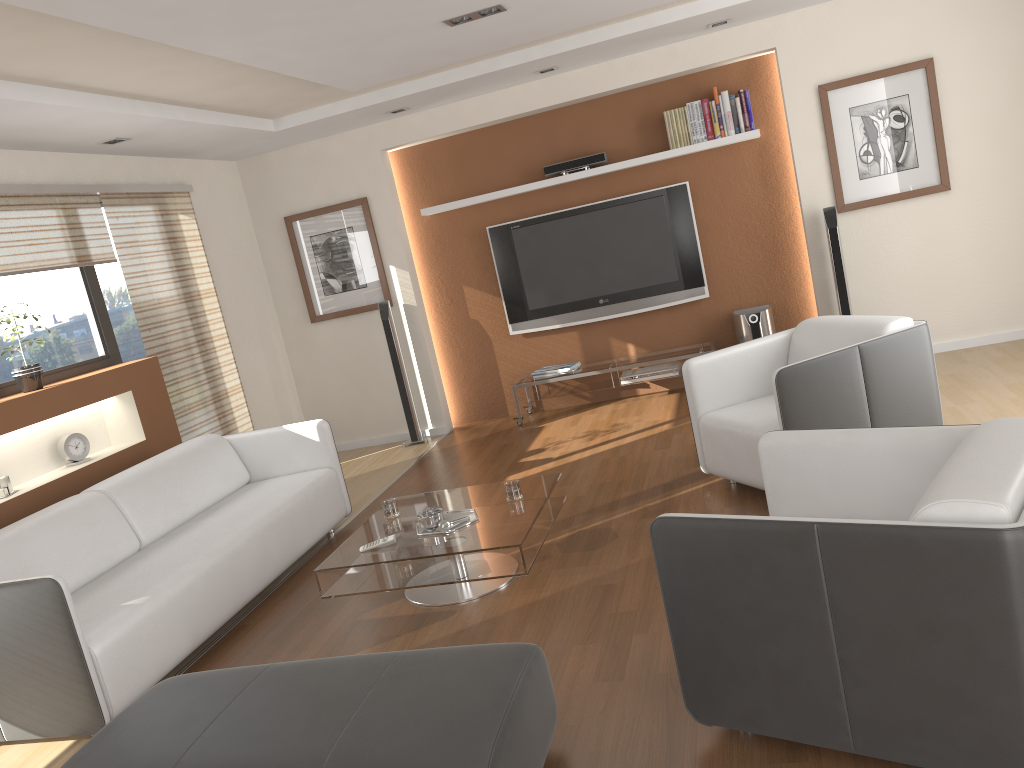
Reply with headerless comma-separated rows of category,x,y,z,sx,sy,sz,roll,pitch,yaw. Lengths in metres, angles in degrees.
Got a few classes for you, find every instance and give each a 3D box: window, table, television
window,-3.050,-0.341,4.300,0.010,0.986,2.817,-10,10,15
window,-2.486,-0.199,6.247,0.010,2.162,0.889,-10,10,15
table,-0.259,0.744,4.002,0.900,0.300,0.900,-10,10,15
television,0.658,-0.948,6.913,1.594,0.900,0.097,-10,10,15

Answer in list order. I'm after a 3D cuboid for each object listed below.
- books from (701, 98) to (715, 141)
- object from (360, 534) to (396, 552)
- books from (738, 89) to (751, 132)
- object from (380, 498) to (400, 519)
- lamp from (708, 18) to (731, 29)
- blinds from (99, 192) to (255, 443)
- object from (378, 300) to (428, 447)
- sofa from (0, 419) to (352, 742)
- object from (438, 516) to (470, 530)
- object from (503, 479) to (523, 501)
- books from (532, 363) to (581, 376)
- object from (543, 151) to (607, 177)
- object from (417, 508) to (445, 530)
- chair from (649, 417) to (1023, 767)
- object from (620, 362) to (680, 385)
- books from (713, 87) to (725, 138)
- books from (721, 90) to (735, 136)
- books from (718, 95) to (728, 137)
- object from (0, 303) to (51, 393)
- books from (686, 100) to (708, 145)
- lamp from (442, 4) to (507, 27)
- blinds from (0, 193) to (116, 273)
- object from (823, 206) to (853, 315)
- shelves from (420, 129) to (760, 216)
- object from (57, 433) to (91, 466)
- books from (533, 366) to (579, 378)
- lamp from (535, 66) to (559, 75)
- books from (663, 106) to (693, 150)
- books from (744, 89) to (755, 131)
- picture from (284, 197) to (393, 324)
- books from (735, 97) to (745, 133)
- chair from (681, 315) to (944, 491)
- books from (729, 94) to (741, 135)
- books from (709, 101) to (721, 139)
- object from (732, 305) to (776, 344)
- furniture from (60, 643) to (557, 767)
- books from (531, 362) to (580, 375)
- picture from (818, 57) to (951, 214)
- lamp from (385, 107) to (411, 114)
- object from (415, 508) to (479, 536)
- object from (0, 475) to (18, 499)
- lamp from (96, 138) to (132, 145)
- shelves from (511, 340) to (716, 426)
books,1.431,-1.920,6.465,0.053,0.293,0.169,-10,10,15
object,-0.573,0.681,3.782,0.158,0.029,0.064,-13,9,-3
books,1.676,-1.963,6.397,0.041,0.293,0.169,-10,10,15
object,-0.574,0.587,4.189,0.079,0.077,0.079,-12,9,4
lamp,1.369,-2.432,5.882,0.146,0.087,0.146,-10,10,15
blinds,-2.228,-0.251,6.172,0.001,2.200,0.980,-10,10,15
object,-0.888,-0.089,7.088,0.228,1.165,0.215,-11,10,10
sofa,-1.699,0.781,4.302,0.919,0.661,2.238,-10,10,15
object,-0.247,0.593,3.840,0.147,0.035,0.051,-19,11,-33
object,0.005,0.484,4.036,0.079,0.077,0.079,-12,9,4
books,0.347,-0.114,6.960,0.326,0.017,0.228,-7,11,32
object,0.485,-1.659,6.741,0.470,0.109,0.182,-10,10,15
object,-0.354,0.587,3.882,0.118,0.079,0.117,-9,10,22
chair,0.997,0.499,2.410,0.919,0.661,0.767,-5,12,40
object,1.059,-0.084,6.782,0.435,0.052,0.274,-10,10,15
books,1.502,-1.965,6.438,0.028,0.358,0.169,-10,10,15
books,1.564,-1.953,6.421,0.050,0.313,0.179,-10,10,15
books,1.533,-1.938,6.438,0.022,0.293,0.167,-10,10,15
object,-2.626,-0.199,4.794,0.342,0.477,0.268,-12,9,5
books,1.356,-1.909,6.489,0.104,0.295,0.146,-10,10,15
lamp,-0.186,-1.806,4.248,0.291,0.087,0.146,-10,10,15
blinds,-2.695,-0.837,4.861,0.001,0.441,1.432,-10,10,15
object,2.309,-0.654,6.203,0.228,1.165,0.215,-9,10,20
shelves,0.545,-1.591,6.746,2.612,0.050,0.200,-10,10,15
object,-2.502,0.369,5.069,0.096,0.176,0.160,-7,11,30
books,0.350,-0.102,6.962,0.326,0.017,0.228,-9,10,18
lamp,0.235,-2.232,6.196,0.146,0.087,0.146,-10,10,15
books,1.228,-1.875,6.524,0.167,0.275,0.195,-10,10,15
books,1.710,-1.966,6.388,0.029,0.286,0.169,-10,10,15
picture,-1.403,-0.988,7.166,0.734,0.884,0.025,-10,10,15
books,1.648,-1.936,6.410,0.028,0.248,0.169,-10,10,15
chair,1.461,0.092,4.329,0.919,0.706,0.767,-16,10,-19
books,1.613,-1.946,6.422,0.041,0.278,0.157,-10,10,15
books,1.477,-1.913,6.446,0.041,0.266,0.186,-10,10,15
object,1.836,-0.295,6.624,0.286,0.518,0.323,-10,10,15
furniture,-0.568,1.021,2.467,1.291,0.301,0.685,-10,10,15
books,0.344,-0.126,6.958,0.326,0.017,0.228,-8,11,27
picture,2.548,-1.687,6.072,0.734,0.884,0.025,-10,10,15
lamp,-0.844,-2.041,6.495,0.146,0.087,0.146,-10,10,15
object,-0.286,0.607,3.896,0.315,0.011,0.273,-9,10,22
object,-2.631,0.515,4.519,0.141,0.131,0.141,-14,9,-7
lamp,-2.393,-1.492,5.303,0.146,0.087,0.146,-10,10,15
shelves,0.789,-0.003,6.891,1.617,0.340,0.444,-10,10,15
